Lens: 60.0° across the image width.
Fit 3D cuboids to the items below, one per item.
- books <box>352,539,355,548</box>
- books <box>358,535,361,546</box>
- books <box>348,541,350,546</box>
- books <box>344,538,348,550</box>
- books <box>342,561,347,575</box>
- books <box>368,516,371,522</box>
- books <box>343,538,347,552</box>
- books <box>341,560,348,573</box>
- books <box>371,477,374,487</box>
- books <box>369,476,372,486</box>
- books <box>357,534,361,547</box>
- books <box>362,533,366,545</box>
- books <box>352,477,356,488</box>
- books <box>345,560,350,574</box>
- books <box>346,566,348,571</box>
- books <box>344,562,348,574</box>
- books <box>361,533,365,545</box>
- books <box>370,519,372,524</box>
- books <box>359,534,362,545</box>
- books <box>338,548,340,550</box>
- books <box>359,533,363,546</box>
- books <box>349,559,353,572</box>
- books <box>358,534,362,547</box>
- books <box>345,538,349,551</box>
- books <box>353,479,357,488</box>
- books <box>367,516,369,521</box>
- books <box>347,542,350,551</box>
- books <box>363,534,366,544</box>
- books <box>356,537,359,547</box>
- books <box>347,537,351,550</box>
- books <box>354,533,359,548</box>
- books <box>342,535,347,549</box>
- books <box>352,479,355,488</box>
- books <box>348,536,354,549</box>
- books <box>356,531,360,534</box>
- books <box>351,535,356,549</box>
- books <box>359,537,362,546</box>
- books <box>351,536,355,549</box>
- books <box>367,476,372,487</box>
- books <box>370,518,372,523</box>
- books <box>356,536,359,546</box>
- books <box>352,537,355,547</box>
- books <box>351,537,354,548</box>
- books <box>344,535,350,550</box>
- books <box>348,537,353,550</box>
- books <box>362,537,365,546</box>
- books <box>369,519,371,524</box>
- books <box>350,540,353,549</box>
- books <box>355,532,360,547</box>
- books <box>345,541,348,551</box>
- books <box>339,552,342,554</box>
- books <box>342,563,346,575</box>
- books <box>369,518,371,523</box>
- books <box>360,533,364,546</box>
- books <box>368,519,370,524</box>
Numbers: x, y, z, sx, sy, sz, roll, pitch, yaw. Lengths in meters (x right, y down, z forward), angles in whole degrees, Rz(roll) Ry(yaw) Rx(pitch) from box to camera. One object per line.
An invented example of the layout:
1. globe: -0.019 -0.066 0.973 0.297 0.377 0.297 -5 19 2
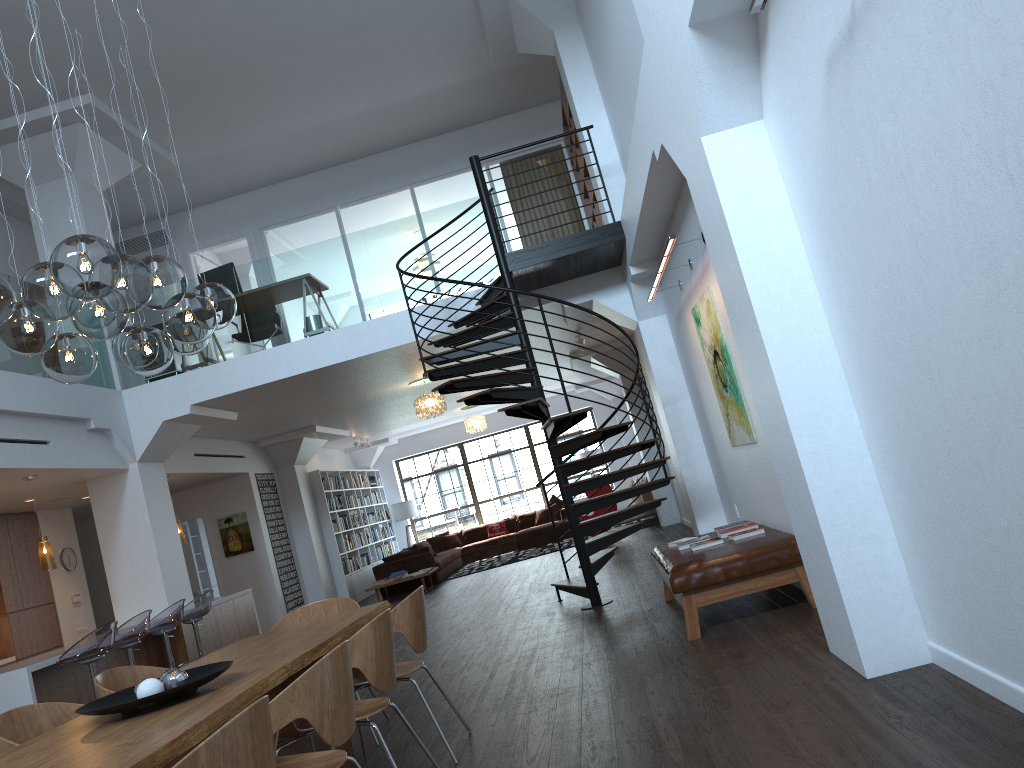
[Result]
1. books: -3.017 2.951 16.373 0.174 0.240 0.045 -16 -7 3
2. books: -2.970 2.979 16.775 0.183 0.253 0.034 -16 -7 3
3. books: -3.033 2.931 16.100 0.161 0.223 0.026 -16 -7 3
4. books: -3.052 2.907 15.933 0.159 0.241 0.038 -16 -7 3
5. books: -2.983 3.221 15.411 0.174 0.240 0.054 -16 -7 3
6. books: -2.937 2.778 18.026 0.120 0.167 0.019 -16 -7 3
7. books: -3.061 2.889 15.794 0.189 0.247 0.057 -16 -7 3
8. books: -2.985 3.228 15.523 0.183 0.253 0.042 -16 -7 3
9. books: -3.092 2.120 19.091 0.183 0.253 0.042 -16 -7 3
10. books: -3.103 2.107 18.961 0.183 0.253 0.042 -16 -7 3
11. books: -2.976 2.977 16.742 0.183 0.253 0.034 -16 -7 3
12. books: -2.947 3.026 17.153 0.174 0.240 0.045 -16 -7 3
13. books: -3.209 1.982 17.586 0.174 0.236 0.136 -16 -7 3
14. books: -2.977 3.236 15.605 0.180 0.251 0.048 -16 -7 3
15. books: -2.976 3.245 15.558 0.161 0.223 0.033 -16 -7 3
16. books: -2.970 3.235 15.485 0.161 0.223 0.032 -16 -7 3
17. books: -2.952 3.015 17.115 0.183 0.253 0.034 -16 -7 3
18. books: -2.928 2.781 18.050 0.106 0.162 0.030 -16 -7 3
19. books: -2.966 3.000 16.896 0.174 0.240 0.045 -16 -7 3
20. books: -3.105 2.903 15.465 0.174 0.032 0.254 -15 -7 -2
21. books: -2.954 2.994 16.935 0.183 0.253 0.034 -16 -7 3
22. books: -2.955 3.270 15.849 0.176 0.231 0.053 -16 -7 3
23. books: -2.967 2.988 16.820 0.171 0.246 0.057 -16 -7 3
24. books: -3.046 2.908 15.980 0.171 0.246 0.057 -16 -7 3
25. books: -3.194 1.999 17.638 0.161 0.207 0.130 -16 -7 3
26. books: -2.955 2.760 17.886 0.128 0.178 0.021 -16 -7 3
27. books: -3.039 2.923 16.020 0.161 0.223 0.027 -16 -7 3
28. books: -2.931 3.034 17.187 0.161 0.223 0.026 -16 -7 3
29. books: -2.979 2.967 16.635 0.160 0.250 0.026 -16 -7 3
30. books: -3.050 2.931 16.137 0.174 0.240 0.045 -16 -7 3
31. books: -3.002 2.950 16.592 0.198 0.284 0.066 -16 -7 3
32. books: -3.046 2.865 15.847 0.140 0.298 0.044 -16 -7 3
33. books: -3.218 1.964 17.500 0.183 0.253 0.042 -16 -7 3
34. books: -3.021 2.932 16.269 0.183 0.253 0.034 -16 -7 3
35. books: -2.965 2.982 16.972 0.176 0.290 0.036 -16 -7 3
36. books: -3.003 2.947 16.437 0.183 0.253 0.034 -16 -7 3
37. books: -2.959 3.002 16.860 0.161 0.223 0.027 -16 -7 3
38. books: -3.016 2.939 16.335 0.183 0.253 0.034 -16 -7 3
39. books: -3.113 2.104 18.918 0.183 0.253 0.042 -16 -7 3
40. books: -2.927 2.781 18.074 0.107 0.167 0.016 -16 -7 3
41. books: -2.971 2.981 16.658 0.161 0.223 0.026 -16 -7 3
42. books: -3.008 2.947 16.408 0.160 0.250 0.026 -16 -7 3
43. books: -3.014 2.934 16.302 0.183 0.253 0.034 -16 -7 3
44. books: -3.047 2.895 16.065 0.176 0.290 0.053 -16 -7 3
45. books: -3.025 2.927 16.187 0.171 0.246 0.057 -16 -7 3
46. books: -2.942 3.025 17.084 0.161 0.223 0.027 -16 -7 3
47. books: -2.936 2.780 17.989 0.110 0.153 0.018 -16 -7 3
48. books: -3.024 2.941 16.233 0.168 0.231 0.037 -16 -7 3
49. books: -2.985 2.955 16.701 0.176 0.290 0.053 -16 -7 3
50. books: -3.036 2.915 15.887 0.144 0.207 0.048 -16 -7 3
51. books: -3.085 2.967 15.462 0.197 0.035 0.284 -14 -7 -7
52. books: -2.985 3.225 15.367 0.161 0.223 0.032 -16 -7 3
53. books: -2.936 2.782 18.007 0.110 0.153 0.017 -16 -7 3
54. books: -2.955 3.002 17.018 0.180 0.259 0.060 -16 -7 3
55. books: -2.955 2.762 17.906 0.128 0.178 0.020 -16 -7 3
